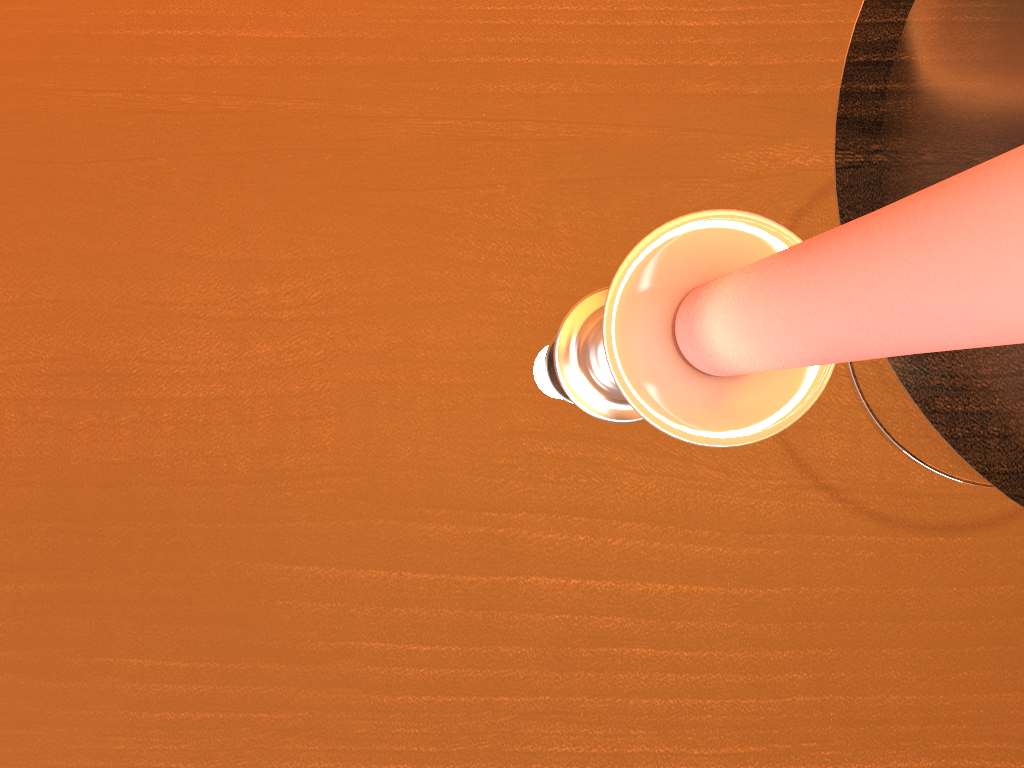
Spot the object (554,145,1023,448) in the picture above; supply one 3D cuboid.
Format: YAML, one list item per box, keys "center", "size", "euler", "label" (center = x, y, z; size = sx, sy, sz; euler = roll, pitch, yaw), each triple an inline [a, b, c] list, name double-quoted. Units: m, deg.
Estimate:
- center: [0.035, -0.009, 0.119]
  size: [0.044, 0.326, 0.044]
  euler: [-11, 90, 0]
  label: "object"

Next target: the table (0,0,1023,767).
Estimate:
- center: [0.338, -0.078, 0.574]
  size: [1.259, 0.584, 0.697]
  euler: [0, 90, 0]
  label: "table"
